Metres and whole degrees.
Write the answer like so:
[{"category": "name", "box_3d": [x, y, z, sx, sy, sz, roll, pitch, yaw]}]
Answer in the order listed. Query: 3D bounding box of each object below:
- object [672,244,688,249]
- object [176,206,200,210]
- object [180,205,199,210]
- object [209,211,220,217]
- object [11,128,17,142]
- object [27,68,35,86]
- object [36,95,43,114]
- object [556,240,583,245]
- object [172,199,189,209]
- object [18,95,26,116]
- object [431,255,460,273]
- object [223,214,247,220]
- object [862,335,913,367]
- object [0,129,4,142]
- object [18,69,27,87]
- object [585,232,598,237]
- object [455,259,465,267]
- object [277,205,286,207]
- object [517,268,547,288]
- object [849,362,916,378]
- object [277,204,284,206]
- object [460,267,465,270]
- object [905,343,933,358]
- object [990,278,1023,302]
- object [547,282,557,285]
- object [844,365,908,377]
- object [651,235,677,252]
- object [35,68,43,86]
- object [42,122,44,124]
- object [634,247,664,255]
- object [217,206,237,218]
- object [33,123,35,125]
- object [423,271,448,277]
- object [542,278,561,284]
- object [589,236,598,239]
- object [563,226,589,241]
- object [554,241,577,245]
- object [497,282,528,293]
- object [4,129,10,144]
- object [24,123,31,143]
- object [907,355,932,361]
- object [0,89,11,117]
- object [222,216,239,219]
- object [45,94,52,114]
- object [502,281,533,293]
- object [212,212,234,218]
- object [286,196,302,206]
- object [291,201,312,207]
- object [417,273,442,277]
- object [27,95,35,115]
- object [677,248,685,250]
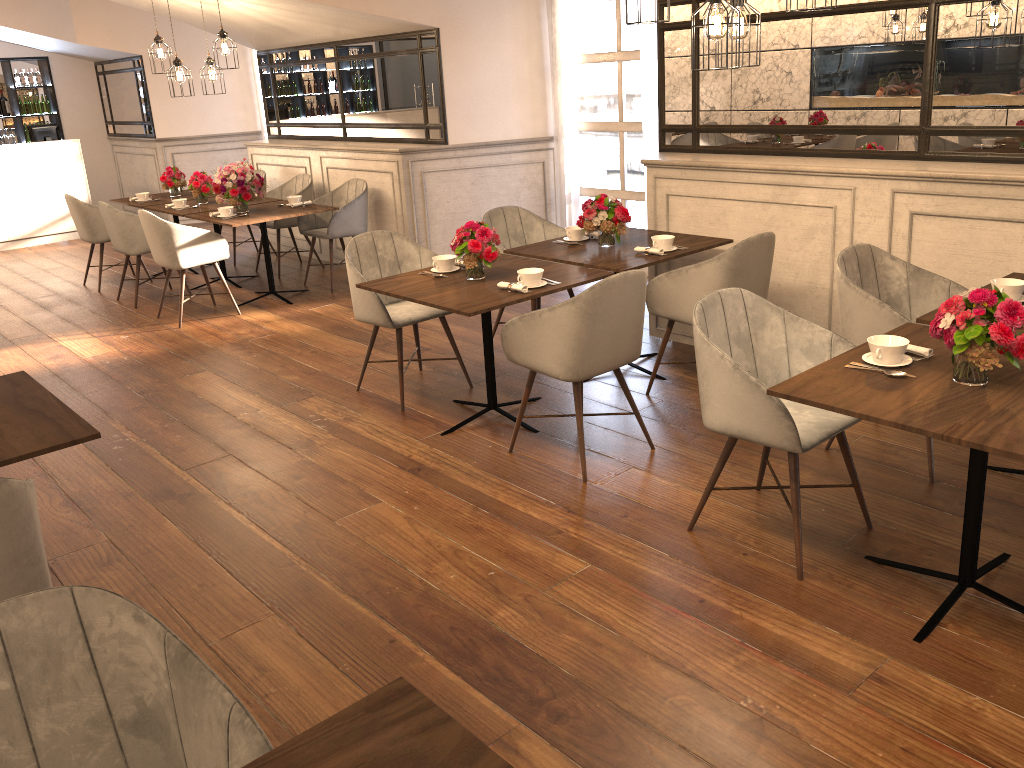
[{"category": "object", "box_3d": [0.869, -0.746, 4.755, 0.043, 0.014, 0.198, -21, 26, -41]}, {"category": "object", "box_3d": [-2.761, -1.496, 7.532, 0.212, 0.004, 0.022, -20, 25, -38]}, {"category": "object", "box_3d": [-2.744, -1.492, 7.500, 0.043, 0.014, 0.199, 15, 27, 42]}, {"category": "object", "box_3d": [-2.294, -1.344, 6.968, 0.177, 0.038, 0.056, -19, 24, -38]}, {"category": "object", "box_3d": [-6.722, -3.346, 11.960, 0.065, 0.204, 0.066, -2, 17, 5]}, {"category": "object", "box_3d": [-6.494, -4.134, 11.934, 0.070, 0.232, 0.041, -18, 22, -39]}, {"category": "object", "box_3d": [-6.459, -3.817, 12.085, 0.066, 0.257, 0.066, 5, 19, 27]}, {"category": "object", "box_3d": [0.329, -0.803, 5.028, 0.022, 0.004, 0.212, -19, 25, -37]}, {"category": "object", "box_3d": [-2.834, -1.538, 7.563, 0.148, 0.071, 0.151, -3, 19, 2]}, {"category": "object", "box_3d": [-6.625, -3.758, 11.948, 0.066, 0.259, 0.066, 5, 19, 27]}, {"category": "object", "box_3d": [-0.341, -0.609, 4.500, 0.148, 0.071, 0.150, 2, 20, 16]}, {"category": "object", "box_3d": [-2.129, -1.288, 6.818, 0.043, 0.014, 0.199, 15, 27, 42]}, {"category": "object", "box_3d": [1.188, -0.103, 2.801, 0.148, 0.071, 0.150, 2, 20, 16]}, {"category": "object", "box_3d": [-6.839, -3.305, 11.863, 0.065, 0.204, 0.066, -2, 17, 5]}, {"category": "object", "box_3d": [-6.570, -4.107, 11.871, 0.070, 0.232, 0.041, -18, 22, -39]}, {"category": "object", "box_3d": [0.454, -0.876, 5.161, 0.056, 0.038, 0.177, -19, 24, -37]}, {"category": "object", "box_3d": [-0.255, -0.624, 4.575, 0.056, 0.038, 0.177, -19, 24, -37]}, {"category": "object", "box_3d": [-1.856, -1.483, 7.335, 0.212, 0.004, 0.022, -20, 25, -38]}, {"category": "object", "box_3d": [0.087, -0.486, 4.077, 0.148, 0.071, 0.150, 2, 20, 16]}, {"category": "object", "box_3d": [1.149, -0.044, 2.744, 0.022, 0.004, 0.212, -19, 25, -37]}, {"category": "object", "box_3d": [-1.875, -1.498, 7.363, 0.043, 0.014, 0.199, 15, 27, 42]}, {"category": "object", "box_3d": [-0.274, -0.606, 4.549, 0.025, 0.024, 0.194, -18, 24, -37]}, {"category": "object", "box_3d": [1.274, -0.118, 2.877, 0.056, 0.038, 0.177, -19, 24, -37]}, {"category": "object", "box_3d": [1.897, -0.356, 3.387, 0.148, 0.071, 0.150, 2, 20, 16]}, {"category": "object", "box_3d": [0.130, -0.480, 4.154, 0.022, 0.004, 0.212, -19, 25, -37]}, {"category": "object", "box_3d": [1.123, -0.044, 2.730, 0.043, 0.014, 0.199, -17, 24, -34]}, {"category": "object", "box_3d": [0.796, -0.738, 4.662, 0.148, 0.071, 0.150, 2, 20, 16]}, {"category": "object", "box_3d": [-6.419, -4.161, 11.996, 0.070, 0.232, 0.041, -18, 22, -39]}, {"category": "object", "box_3d": [-6.437, -3.475, 12.188, 0.066, 0.257, 0.066, 5, 19, 27]}, {"category": "object", "box_3d": [0.711, -0.692, 4.596, 0.056, 0.038, 0.177, -19, 24, -37]}, {"category": "object", "box_3d": [-2.220, -1.335, 6.880, 0.148, 0.071, 0.151, -3, 19, 2]}, {"category": "object", "box_3d": [-6.520, -3.446, 12.120, 0.066, 0.257, 0.066, 5, 19, 27]}, {"category": "object", "box_3d": [-0.380, -0.550, 4.442, 0.022, 0.004, 0.212, -19, 25, -37]}, {"category": "object", "box_3d": [0.161, -0.493, 4.169, 0.043, 0.014, 0.198, -21, 26, -41]}, {"category": "object", "box_3d": [0.435, -0.858, 5.135, 0.025, 0.024, 0.194, -18, 24, -37]}, {"category": "object", "box_3d": [0.368, -0.862, 5.085, 0.148, 0.071, 0.150, 2, 20, 16]}, {"category": "object", "box_3d": [0.303, -0.802, 5.014, 0.043, 0.014, 0.199, -17, 24, -34]}, {"category": "object", "box_3d": [0.003, -0.440, 4.010, 0.056, 0.038, 0.177, -19, 24, -37]}, {"category": "object", "box_3d": [-6.780, -3.326, 11.911, 0.065, 0.204, 0.066, -2, 17, 5]}, {"category": "object", "box_3d": [-6.603, -3.417, 12.051, 0.066, 0.259, 0.066, 5, 19, 27]}, {"category": "object", "box_3d": [1.255, -0.100, 2.850, 0.025, 0.024, 0.194, -18, 24, -37]}, {"category": "object", "box_3d": [-6.766, -3.744, 11.787, 0.104, 0.353, 0.105, -7, 17, -12]}, {"category": "object", "box_3d": [-2.147, -1.293, 6.849, 0.212, 0.004, 0.022, -20, 25, -38]}, {"category": "object", "box_3d": [-6.376, -3.846, 12.154, 0.066, 0.257, 0.066, 5, 19, 27]}, {"category": "object", "box_3d": [0.022, -0.444, 4.041, 0.025, 0.024, 0.194, -18, 24, -37]}, {"category": "object", "box_3d": [-2.264, -1.332, 6.951, 0.194, 0.024, 0.025, -20, 24, -38]}, {"category": "object", "box_3d": [-1.787, -1.505, 7.284, 0.148, 0.071, 0.151, -3, 19, 2]}, {"category": "object", "box_3d": [-1.711, -1.465, 7.206, 0.177, 0.038, 0.056, -19, 24, -38]}, {"category": "object", "box_3d": [-0.406, -0.550, 4.428, 0.043, 0.014, 0.199, -17, 24, -34]}, {"category": "object", "box_3d": [-6.542, -3.787, 12.017, 0.066, 0.257, 0.066, 5, 19, 27]}, {"category": "object", "box_3d": [0.839, -0.733, 4.740, 0.022, 0.004, 0.212, -19, 25, -37]}]
